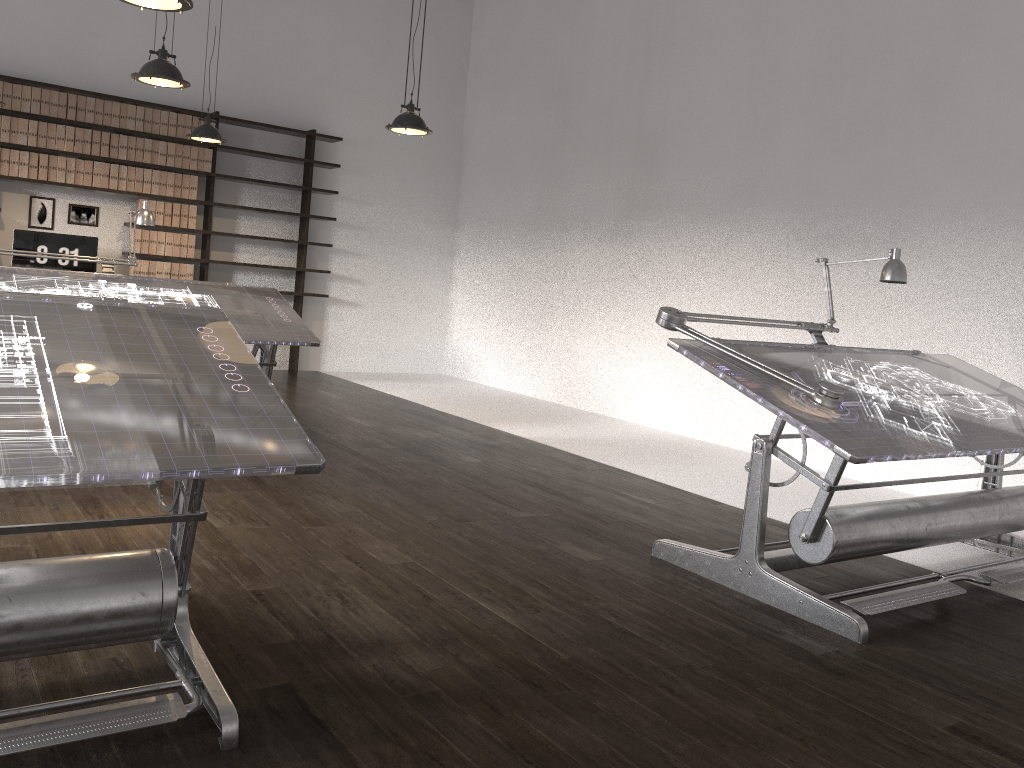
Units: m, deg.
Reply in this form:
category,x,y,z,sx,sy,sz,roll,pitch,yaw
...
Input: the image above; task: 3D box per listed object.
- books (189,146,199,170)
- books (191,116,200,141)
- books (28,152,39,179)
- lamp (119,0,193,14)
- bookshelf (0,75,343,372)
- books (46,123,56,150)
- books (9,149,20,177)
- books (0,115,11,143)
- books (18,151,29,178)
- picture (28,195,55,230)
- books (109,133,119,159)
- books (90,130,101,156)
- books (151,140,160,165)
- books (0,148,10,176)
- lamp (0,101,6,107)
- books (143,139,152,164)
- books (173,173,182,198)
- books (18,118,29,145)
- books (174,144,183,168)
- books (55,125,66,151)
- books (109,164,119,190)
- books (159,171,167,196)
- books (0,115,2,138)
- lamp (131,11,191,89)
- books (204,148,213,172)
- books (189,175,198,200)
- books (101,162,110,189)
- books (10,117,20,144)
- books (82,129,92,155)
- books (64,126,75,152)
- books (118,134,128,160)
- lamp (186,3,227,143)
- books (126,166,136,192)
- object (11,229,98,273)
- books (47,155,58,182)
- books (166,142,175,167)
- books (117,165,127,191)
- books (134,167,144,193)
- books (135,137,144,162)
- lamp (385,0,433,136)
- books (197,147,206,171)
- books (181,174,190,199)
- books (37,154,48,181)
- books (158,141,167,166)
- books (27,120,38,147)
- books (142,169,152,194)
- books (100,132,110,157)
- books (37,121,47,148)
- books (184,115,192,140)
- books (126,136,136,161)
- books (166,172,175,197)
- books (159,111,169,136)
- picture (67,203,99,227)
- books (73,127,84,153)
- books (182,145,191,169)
category,x,y,z,sx,sy,sz,roll,pitch,yaw
books,-3.017,-2.118,8.346,0.067,0.225,0.175,3,5,-35
books,-2.997,-2.393,8.333,0.066,0.225,0.175,3,5,-35
books,-4.124,-1.869,7.612,0.066,0.225,0.175,3,5,-35
lamp,-1.274,-2.568,3.300,0.310,2.259,0.314,5,3,-10
bookshelf,-5.735,-1.060,6.686,9.168,3.198,0.375,1,5,-35
books,-3.999,-2.134,7.668,0.066,0.225,0.175,3,5,-35
books,-4.240,-1.870,7.530,0.066,0.225,0.175,3,5,-35
books,-4.276,-2.137,7.467,0.067,0.225,0.175,3,5,-35
books,-4.179,-1.869,7.567,0.066,0.225,0.175,3,5,-35
picture,-4.159,-1.512,7.832,0.201,0.284,0.022,2,4,-36
books,-3.587,-2.127,7.955,0.066,0.225,0.175,3,5,-35
books,-3.709,-2.129,7.870,0.066,0.225,0.175,3,5,-35
books,-3.302,-2.123,8.152,0.066,0.225,0.175,3,5,-35
books,-4.298,-1.871,7.490,0.066,0.225,0.175,3,5,-35
lamp,-3.615,-3.086,6.123,0.310,2.246,0.314,5,3,-10
books,-3.354,-2.123,8.110,0.067,0.225,0.175,3,5,-35
books,-3.149,-1.854,8.292,0.066,0.225,0.175,3,5,-35
books,-4.171,-2.136,7.543,0.066,0.225,0.175,3,5,-35
books,-3.134,-2.120,8.270,0.066,0.225,0.175,3,5,-35
books,-3.940,-2.132,7.705,0.066,0.225,0.175,3,5,-35
books,-3.598,-1.860,7.971,0.066,0.225,0.175,3,5,-35
books,-3.259,-1.855,8.214,0.066,0.225,0.175,3,5,-35
books,-4.334,-2.139,7.433,0.066,0.225,0.175,3,5,-35
lamp,-1.849,-2.792,4.858,0.310,2.246,0.314,5,3,-10
books,-2.912,-2.116,8.422,0.066,0.225,0.175,3,5,-35
books,-3.031,-1.851,8.369,0.066,0.225,0.175,3,5,-35
books,-3.657,-1.861,7.929,0.067,0.225,0.175,3,5,-35
books,-4.224,-2.137,7.508,0.066,0.225,0.175,3,5,-35
books,-3.770,-2.130,7.824,0.066,0.225,0.175,3,5,-35
books,-3.879,-2.131,7.743,0.066,0.225,0.175,3,5,-35
books,-3.526,-2.126,7.992,0.066,0.225,0.175,3,5,-35
lamp,-2.341,-3.066,7.012,0.310,2.246,0.314,5,3,-10
books,-3.485,-1.859,8.058,0.066,0.225,0.175,3,5,-35
object,-3.900,-1.026,7.551,0.642,0.516,0.205,2,5,-35
books,-4.001,-1.867,7.697,0.066,0.225,0.175,3,5,-35
books,-3.189,-2.121,8.227,0.067,0.225,0.175,3,5,-35
books,-3.540,-1.859,8.015,0.066,0.225,0.175,3,5,-35
books,-3.427,-1.858,8.097,0.066,0.225,0.175,3,5,-35
books,-3.413,-2.125,8.076,0.066,0.225,0.175,3,5,-35
lamp,-0.576,-2.772,5.747,0.314,2.246,0.310,7,4,35
books,-2.965,-2.118,8.388,0.066,0.225,0.175,3,5,-35
books,-3.091,-1.853,8.332,0.066,0.225,0.175,3,5,-35
books,-4.059,-1.867,7.650,0.067,0.225,0.175,3,5,-35
books,-3.250,-2.122,8.187,0.066,0.225,0.175,3,5,-35
books,-4.111,-2.135,7.583,0.067,0.225,0.175,3,5,-35
books,-3.367,-1.856,8.133,0.067,0.225,0.175,3,5,-35
books,-3.646,-2.128,7.908,0.067,0.225,0.175,3,5,-35
books,-4.056,-2.134,7.626,0.066,0.225,0.175,3,5,-35
books,-3.057,-2.394,8.290,0.066,0.225,0.175,3,5,-35
books,-3.471,-2.126,8.036,0.066,0.225,0.175,3,5,-35
books,-3.201,-1.854,8.248,0.067,0.225,0.175,3,5,-35
books,-3.227,-2.397,8.170,0.066,0.225,0.175,3,5,-35
picture,-3.882,-1.528,8.021,0.251,0.183,0.023,2,5,-35
books,-3.820,-2.130,7.785,0.067,0.225,0.175,3,5,-35
books,-3.078,-2.120,8.312,0.066,0.225,0.175,3,5,-35
